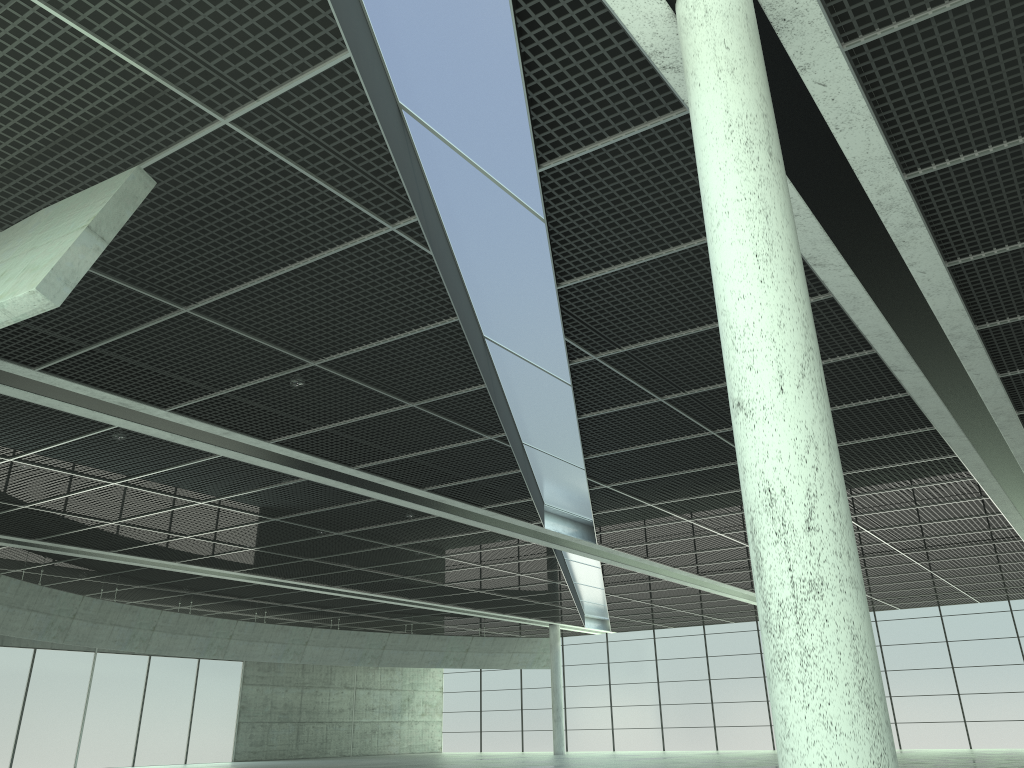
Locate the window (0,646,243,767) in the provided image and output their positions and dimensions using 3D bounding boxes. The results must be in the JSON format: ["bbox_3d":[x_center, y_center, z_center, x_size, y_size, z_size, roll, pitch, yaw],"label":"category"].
[{"bbox_3d":[-37.231,31.552,77.376,0.159,10.661,33.498,-16,-28,31],"label":"window"}]

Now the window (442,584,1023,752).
[{"bbox_3d":[4.059,17.250,53.401,99.668,16.078,100.694,-16,-28,30],"label":"window"}]
